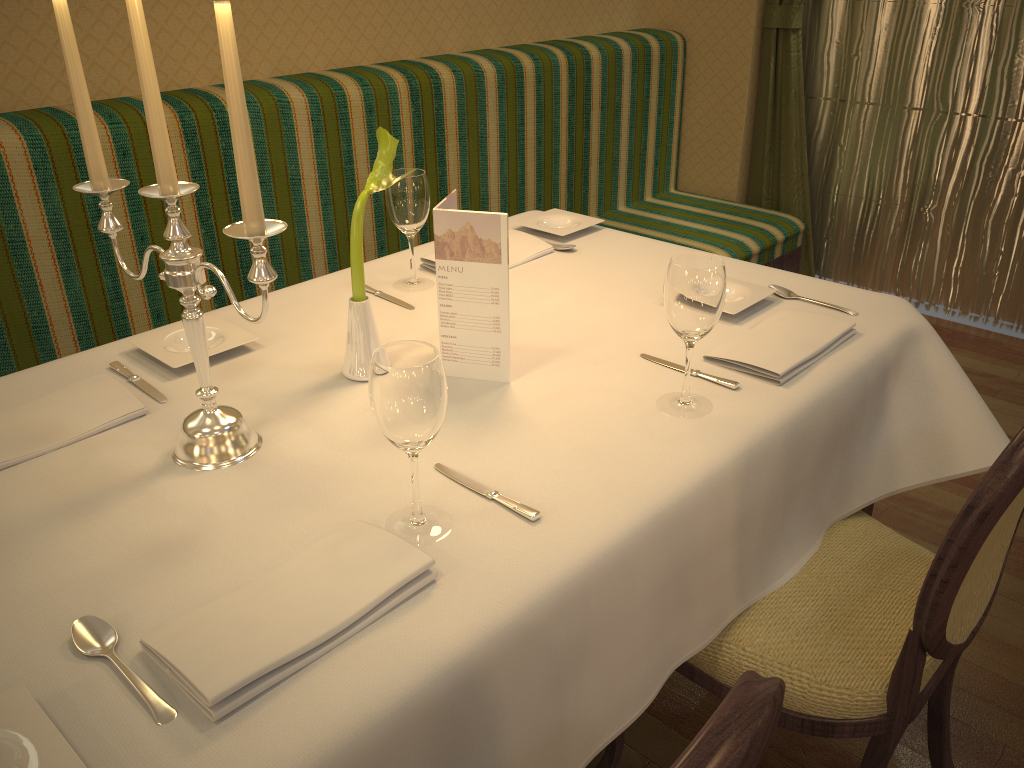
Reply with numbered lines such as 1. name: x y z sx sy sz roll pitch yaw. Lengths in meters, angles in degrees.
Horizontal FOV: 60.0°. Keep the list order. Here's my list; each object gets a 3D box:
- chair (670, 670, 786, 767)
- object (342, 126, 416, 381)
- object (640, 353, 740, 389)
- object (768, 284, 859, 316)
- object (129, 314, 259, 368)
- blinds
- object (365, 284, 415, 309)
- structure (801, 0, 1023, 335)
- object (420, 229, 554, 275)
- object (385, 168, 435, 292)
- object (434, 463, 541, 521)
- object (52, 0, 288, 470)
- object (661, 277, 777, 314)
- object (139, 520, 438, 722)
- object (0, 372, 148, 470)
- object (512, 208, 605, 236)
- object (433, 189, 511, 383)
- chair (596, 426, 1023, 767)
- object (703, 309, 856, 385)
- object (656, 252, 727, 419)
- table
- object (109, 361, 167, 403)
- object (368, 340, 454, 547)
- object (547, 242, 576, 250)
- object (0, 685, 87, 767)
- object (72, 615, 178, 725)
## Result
1. chair: -0.100 0.581 0.881 0.571 0.955 0.530 23 35 38
2. object: -0.218 -0.203 1.394 0.076 0.375 0.163 14 30 27
3. object: 0.282 -0.024 1.431 0.185 0.010 0.017 23 35 38
4. object: 0.570 -0.159 1.686 0.181 0.015 0.038 24 36 39
5. object: -0.543 -0.066 1.522 0.160 0.024 0.160 23 35 38
6. blinds: 1.678 -2.243 2.433 1.934 4.537 0.225 22 35 37
7. object: -0.251 -0.175 1.742 0.185 0.010 0.017 23 36 39
8. structure: 1.755 -2.270 2.514 1.942 4.511 0.123 23 35 38
9. object: -0.051 -0.279 1.923 0.142 0.033 0.273 23 35 38
10. object: -0.201 -0.303 1.752 0.088 0.229 0.088 0 27 1
11. object: -0.037 0.134 1.129 0.185 0.010 0.017 23 35 38
12. object: -0.415 -0.200 1.093 0.131 0.655 0.390 -22 34 -36
13. object: 0.394 -0.166 1.694 0.160 0.024 0.160 23 35 38
14. object: -0.226 0.229 0.927 0.142 0.033 0.273 23 35 38
15. object: -0.687 0.059 1.273 0.142 0.033 0.273 23 35 38
16. object: 0.111 -0.377 2.117 0.160 0.024 0.160 23 35 38
17. object: -0.081 -0.146 1.391 0.081 0.277 0.166 -15 30 -27
18. chair: 0.500 0.307 1.405 0.571 0.955 0.530 23 35 38
19. object: 0.460 -0.072 1.511 0.142 0.024 0.273 23 35 38
20. object: 0.258 -0.070 1.281 0.088 0.229 0.088 0 27 1
21. table: -0.122 0.330 1.586 1.385 0.759 2.152 23 35 38
22. object: -0.596 -0.005 1.416 0.185 0.010 0.017 23 36 39
23. object: -0.114 0.069 1.018 0.088 0.229 0.088 0 27 1
24. object: 0.074 -0.325 2.025 0.181 0.015 0.038 24 36 39
25. object: -0.449 0.338 0.724 0.160 0.024 0.160 23 35 38
26. object: -0.378 0.274 0.857 0.181 0.015 0.038 24 36 39
